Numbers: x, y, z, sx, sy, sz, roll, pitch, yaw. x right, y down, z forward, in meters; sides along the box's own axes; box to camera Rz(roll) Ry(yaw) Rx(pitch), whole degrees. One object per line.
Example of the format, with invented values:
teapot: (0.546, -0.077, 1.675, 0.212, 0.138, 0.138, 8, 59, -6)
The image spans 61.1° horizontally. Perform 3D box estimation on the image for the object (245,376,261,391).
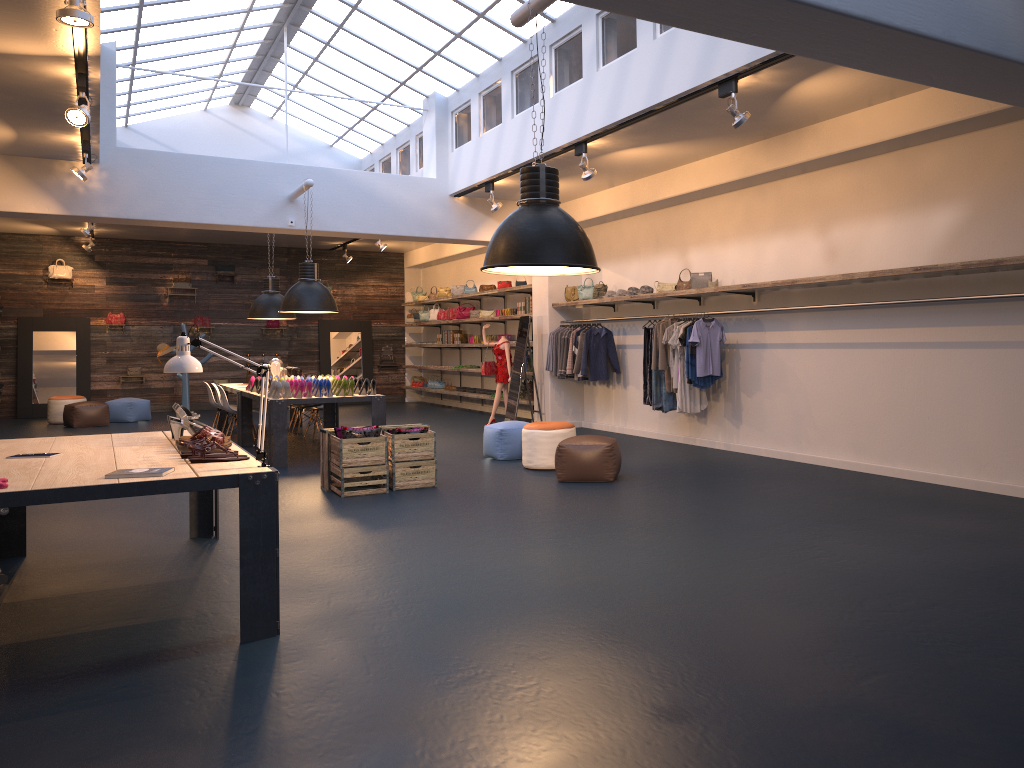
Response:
object: (-3.394, -0.013, 11.447, 0.218, 0.195, 0.223, -1, 1, -33)

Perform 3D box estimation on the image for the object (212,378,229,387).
object: (-6.093, -0.029, 18.257, 0.212, 0.174, 0.394, 0, 2, 40)

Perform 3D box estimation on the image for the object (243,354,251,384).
object: (-4.135, -0.239, 13.591, 0.147, 0.469, 0.132, 0, -1, -17)

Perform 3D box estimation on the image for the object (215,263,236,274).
object: (-6.064, -2.429, 18.376, 0.451, 0.232, 0.164, -2, 1, -35)

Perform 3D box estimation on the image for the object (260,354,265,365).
object: (-3.940, -0.245, 13.703, 0.134, 0.469, 0.145, -1, -1, 15)

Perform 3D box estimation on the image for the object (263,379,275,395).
object: (-2.870, 0.033, 10.298, 0.213, 0.195, 0.228, -1, 1, -19)

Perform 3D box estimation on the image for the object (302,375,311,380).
object: (-2.812, -0.032, 11.802, 0.216, 0.195, 0.225, -1, 1, -27)

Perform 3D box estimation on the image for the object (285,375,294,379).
object: (-2.997, -0.025, 11.672, 0.214, 0.195, 0.227, -1, 1, -21)

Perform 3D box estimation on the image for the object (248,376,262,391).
object: (-3.297, -0.003, 11.213, 0.218, 0.195, 0.230, -1, 1, -16)

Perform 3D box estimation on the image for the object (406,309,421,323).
object: (-2.279, -1.579, 20.096, 0.339, 0.335, 0.171, 0, 0, 15)

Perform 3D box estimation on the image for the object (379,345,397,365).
object: (-2.889, -0.671, 20.201, 0.385, 0.461, 0.217, -1, 0, -29)

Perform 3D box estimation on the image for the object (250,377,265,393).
object: (-3.193, 0.006, 10.977, 0.216, 0.195, 0.225, -1, 1, -27)

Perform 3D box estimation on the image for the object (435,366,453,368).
object: (-1.386, -0.359, 18.235, 0.381, 0.029, 0.822, -2, 3, -26)

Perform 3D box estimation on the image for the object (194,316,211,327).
object: (-6.449, -1.302, 18.115, 0.347, 0.255, 0.127, -1, 0, -41)

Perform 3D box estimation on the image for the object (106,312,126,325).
object: (-7.890, -1.303, 17.301, 0.357, 0.254, 0.130, -1, 0, -19)

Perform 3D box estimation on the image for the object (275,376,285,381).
object: (-3.065, -0.010, 11.338, 0.218, 0.195, 0.222, -1, 1, -36)

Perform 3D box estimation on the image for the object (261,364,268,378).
object: (-3.444, -0.113, 12.110, 0.192, 0.336, 0.179, 0, 0, -9)

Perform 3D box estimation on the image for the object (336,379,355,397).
object: (-1.902, 0.042, 9.937, 0.218, 0.195, 0.223, -1, 1, -35)

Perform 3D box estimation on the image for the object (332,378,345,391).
object: (-2.080, 0.023, 10.402, 0.217, 0.195, 0.223, -1, 1, -32)

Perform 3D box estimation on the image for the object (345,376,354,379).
object: (-2.091, -0.003, 11.008, 0.217, 0.195, 0.223, -1, 1, -31)

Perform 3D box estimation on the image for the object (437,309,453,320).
object: (-1.407, -1.455, 18.183, 0.320, 0.254, 0.145, 0, 0, 21)

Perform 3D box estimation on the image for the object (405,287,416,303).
object: (-2.281, -2.073, 20.224, 0.434, 0.386, 0.188, 0, 0, -7)

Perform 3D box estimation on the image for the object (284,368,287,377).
object: (-3.232, -0.092, 12.137, 0.189, 0.290, 0.159, 0, 0, -39)

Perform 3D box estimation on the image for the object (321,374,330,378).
object: (-2.577, -0.038, 11.900, 0.216, 0.195, 0.225, -1, 1, -27)

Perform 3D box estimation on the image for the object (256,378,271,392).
object: (-3.062, 0.014, 10.772, 0.214, 0.195, 0.228, -1, 1, -20)

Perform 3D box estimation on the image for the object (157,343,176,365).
object: (-6.808, -0.584, 17.113, 0.360, 0.442, 0.329, 0, 0, -31)

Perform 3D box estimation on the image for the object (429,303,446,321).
object: (-1.602, -1.550, 18.742, 0.400, 0.386, 0.204, 0, 0, 23)

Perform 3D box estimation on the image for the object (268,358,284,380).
object: (-3.247, -0.145, 11.938, 0.219, 0.413, 0.185, 0, -1, -39)

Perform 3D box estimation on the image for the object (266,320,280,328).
object: (-5.195, -1.327, 18.869, 0.266, 0.243, 0.201, -1, 1, -32)

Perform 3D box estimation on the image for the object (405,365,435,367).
object: (-1.974, -0.406, 19.467, 0.378, 0.024, 1.738, -2, 3, -26)

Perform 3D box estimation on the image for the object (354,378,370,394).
object: (-1.784, 0.025, 10.301, 0.216, 0.195, 0.225, -1, 1, -27)

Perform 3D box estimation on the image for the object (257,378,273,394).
object: (-2.971, 0.024, 10.532, 0.218, 0.195, 0.223, -1, 1, -32)

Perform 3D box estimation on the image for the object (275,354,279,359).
object: (-3.731, -0.252, 13.826, 0.128, 0.469, 0.150, -1, -1, 38)

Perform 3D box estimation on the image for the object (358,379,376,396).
object: (-1.668, 0.034, 10.065, 0.216, 0.195, 0.225, -1, 1, -27)

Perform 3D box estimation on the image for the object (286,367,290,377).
object: (-3.217, -0.110, 12.599, 0.165, 0.286, 0.142, 0, 0, -29)

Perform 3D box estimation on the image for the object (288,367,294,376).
object: (-3.117, -0.102, 12.388, 0.165, 0.286, 0.142, 0, 0, -29)

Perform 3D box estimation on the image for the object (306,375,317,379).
object: (-2.687, -0.023, 11.562, 0.217, 0.195, 0.224, -1, 1, -30)

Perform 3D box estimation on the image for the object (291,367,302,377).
object: (-3.013, -0.093, 12.172, 0.165, 0.286, 0.142, 0, 0, -29)

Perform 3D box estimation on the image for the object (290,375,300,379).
object: (-2.877, -0.017, 11.449, 0.216, 0.195, 0.225, -1, 1, -27)

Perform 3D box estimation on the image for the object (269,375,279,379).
object: (-3.190, -0.020, 11.573, 0.216, 0.195, 0.225, -1, 1, -27)

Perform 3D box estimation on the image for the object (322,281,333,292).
object: (-4.195, -2.131, 19.451, 0.399, 0.367, 0.161, -1, 0, -41)

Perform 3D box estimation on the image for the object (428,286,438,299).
object: (-1.697, -1.974, 18.857, 0.271, 0.300, 0.111, 0, -1, 32)

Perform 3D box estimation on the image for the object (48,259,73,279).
object: (-8.740, -2.230, 16.824, 0.461, 0.386, 0.177, -1, 0, -41)

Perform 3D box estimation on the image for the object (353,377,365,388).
object: (-1.882, 0.015, 10.544, 0.216, 0.195, 0.225, -1, 1, -27)

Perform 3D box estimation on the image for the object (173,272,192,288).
object: (-6.812, -2.151, 17.942, 0.372, 0.335, 0.155, -1, 0, -19)

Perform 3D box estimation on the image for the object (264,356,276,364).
object: (-5.249, -0.484, 18.807, 0.287, 0.230, 0.075, -1, -1, -14)

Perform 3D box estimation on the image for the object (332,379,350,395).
object: (-1.994, 0.032, 10.175, 0.216, 0.195, 0.225, -1, 1, -27)

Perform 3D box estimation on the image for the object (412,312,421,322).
object: (-2.055, -1.509, 19.642, 0.407, 0.232, 0.182, 0, 0, 9)

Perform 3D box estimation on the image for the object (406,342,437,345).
object: (-1.961, -0.922, 19.633, 0.517, 0.060, 1.411, -2, 3, -26)

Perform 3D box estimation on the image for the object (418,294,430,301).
object: (-2.028, -1.933, 19.531, 0.343, 0.174, 0.244, 0, 1, 24)

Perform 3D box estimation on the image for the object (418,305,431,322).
object: (-1.890, -1.558, 19.166, 0.354, 0.367, 0.182, 0, 0, 14)

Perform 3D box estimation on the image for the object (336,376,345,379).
object: (-2.216, -0.012, 11.241, 0.214, 0.195, 0.227, -1, 1, -21)

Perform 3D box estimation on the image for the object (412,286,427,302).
object: (-2.115, -2.044, 19.795, 0.354, 0.367, 0.182, 0, 0, 14)

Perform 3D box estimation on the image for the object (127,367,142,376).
object: (-7.581, -0.250, 17.431, 0.095, 0.175, 0.291, -1, 1, 41)

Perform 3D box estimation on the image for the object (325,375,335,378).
object: (-2.465, -0.029, 11.675, 0.216, 0.195, 0.225, -1, 1, -27)

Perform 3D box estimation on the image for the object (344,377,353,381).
object: (-2.041, 0.007, 10.761, 0.213, 0.195, 0.228, -1, 1, -19)

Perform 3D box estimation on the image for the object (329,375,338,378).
object: (-2.373, -0.021, 11.454, 0.216, 0.195, 0.225, -1, 1, -27)
